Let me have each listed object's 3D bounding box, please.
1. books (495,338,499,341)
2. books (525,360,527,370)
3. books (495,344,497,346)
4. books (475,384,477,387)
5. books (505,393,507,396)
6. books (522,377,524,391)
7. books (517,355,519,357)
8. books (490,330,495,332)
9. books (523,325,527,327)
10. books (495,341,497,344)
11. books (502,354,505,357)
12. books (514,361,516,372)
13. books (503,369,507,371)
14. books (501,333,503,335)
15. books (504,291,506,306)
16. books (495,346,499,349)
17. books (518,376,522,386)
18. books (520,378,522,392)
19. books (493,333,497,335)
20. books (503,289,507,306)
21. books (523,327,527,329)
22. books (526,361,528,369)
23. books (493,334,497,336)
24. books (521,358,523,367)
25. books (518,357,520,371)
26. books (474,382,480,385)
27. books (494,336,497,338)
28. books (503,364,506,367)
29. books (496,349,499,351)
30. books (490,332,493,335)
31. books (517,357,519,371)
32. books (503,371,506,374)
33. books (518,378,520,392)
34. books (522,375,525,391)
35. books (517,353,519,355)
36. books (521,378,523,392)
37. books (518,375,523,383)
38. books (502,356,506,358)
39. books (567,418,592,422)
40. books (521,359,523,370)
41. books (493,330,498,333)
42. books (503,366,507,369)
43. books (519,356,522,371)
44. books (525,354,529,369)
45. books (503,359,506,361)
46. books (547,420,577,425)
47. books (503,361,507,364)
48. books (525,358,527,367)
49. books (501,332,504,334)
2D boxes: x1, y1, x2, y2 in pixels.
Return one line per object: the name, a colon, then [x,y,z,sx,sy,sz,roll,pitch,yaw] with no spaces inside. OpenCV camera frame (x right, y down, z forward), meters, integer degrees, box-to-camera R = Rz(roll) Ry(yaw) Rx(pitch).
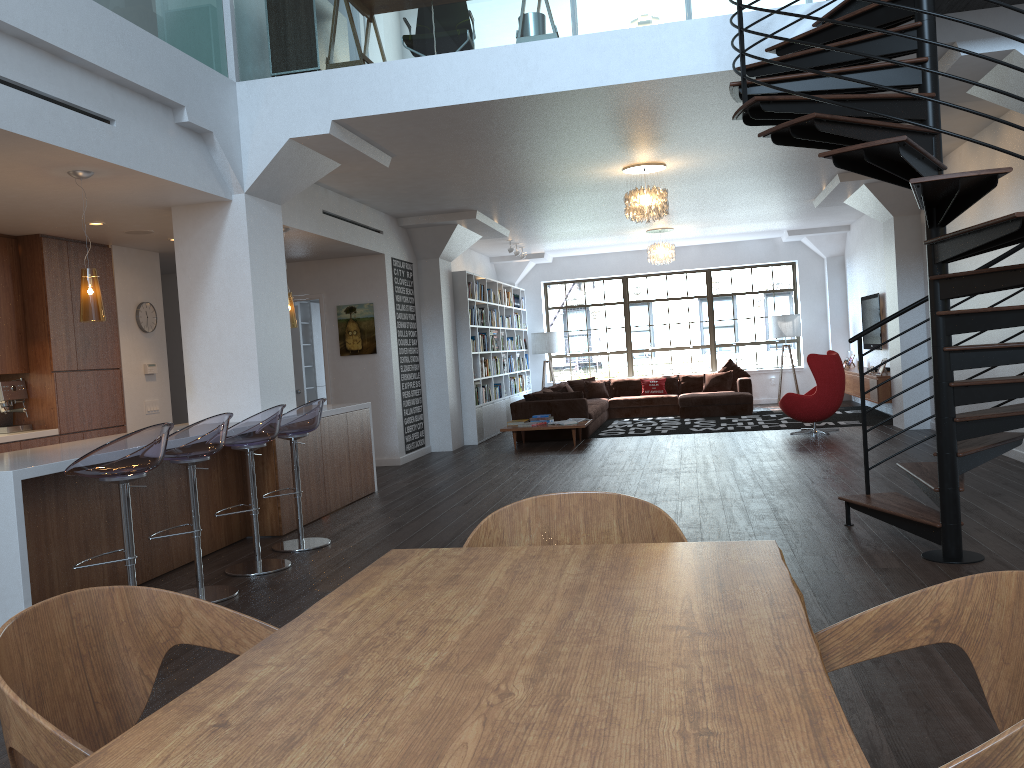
books: [-0.330,-0.705,14.130,0.183,0.042,0.253,-3,2,11]
books: [0.174,-0.376,16.402,0.172,0.235,0.112,-3,2,11]
books: [-0.348,-0.617,14.128,0.180,0.042,0.259,-3,2,11]
books: [-0.587,0.030,12.564,0.174,0.045,0.240,-4,2,1]
books: [-0.237,0.185,14.579,0.284,0.035,0.197,-3,2,11]
books: [0.132,0.008,16.154,0.171,0.246,0.057,-3,2,11]
books: [0.000,-0.488,15.675,0.223,0.031,0.161,-3,2,11]
books: [-0.398,-0.813,13.717,0.223,0.027,0.161,-3,2,21]
books: [0.102,-1.061,16.456,0.284,0.033,0.197,-3,2,26]
books: [-0.335,-0.662,14.137,0.168,0.045,0.231,-4,2,6]
books: [-0.220,-0.466,14.573,0.185,0.041,0.129,-3,2,26]
books: [-0.026,-0.319,15.425,0.161,0.218,0.101,-3,2,11]
books: [-0.226,-0.224,14.590,0.251,0.037,0.160,-3,2,16]
books: [-0.263,-0.801,14.467,0.223,0.031,0.161,-3,2,11]
books: [-0.194,-1.432,14.968,0.171,0.246,0.057,-3,2,11]
books: [-0.320,-0.579,14.129,0.160,0.039,0.251,-3,2,16]
books: [0.071,0.002,15.912,0.198,0.284,0.066,-3,2,11]
books: [0.077,0.019,15.852,0.183,0.253,0.037,-3,2,11]
books: [-0.332,-0.796,14.148,0.144,0.024,0.208,-3,2,16]
books: [-0.182,-1.458,15.049,0.176,0.290,0.053,-3,2,11]
books: [0.104,-1.027,16.458,0.284,0.035,0.197,-2,3,41]
books: [0.197,-0.369,16.551,0.161,0.213,0.146,-3,2,11]
books: [-0.350,-0.770,14.162,0.223,0.027,0.161,-4,2,1]
books: [0.117,-0.360,16.179,0.168,0.228,0.139,-3,2,11]
books: [0.049,-0.354,15.841,0.171,0.246,0.036,-3,2,11]
books: [-0.586,-0.006,12.539,0.223,0.027,0.161,-3,2,21]
books: [-0.338,-0.740,14.136,0.161,0.033,0.223,-3,2,11]
books: [-0.220,-0.306,14.596,0.231,0.044,0.168,-4,2,6]
books: [-0.315,-0.540,14.131,0.171,0.039,0.246,-3,2,11]
books: [-0.399,-0.777,13.742,0.174,0.045,0.240,-4,2,11]
books: [0.021,-0.350,15.669,0.174,0.251,0.051,-3,2,11]
books: [-0.222,-0.186,14.588,0.246,0.038,0.171,-3,2,11]
books: [0.038,0.028,15.675,0.183,0.253,0.036,-3,2,11]
books: [0.144,-0.017,16.235,0.176,0.290,0.053,-3,2,11]
books: [-0.001,-0.518,15.682,0.224,0.030,0.161,-3,2,21]
books: [0.097,0.017,15.970,0.189,0.247,0.057,-3,2,11]
books: [0.122,-0.012,16.016,0.140,0.298,0.044,-3,2,11]
books: [-0.213,-0.435,14.580,0.208,0.024,0.144,-3,2,16]
books: [0.872,0.477,11.836,0.256,0.035,0.350,-2,2,37]
books: [0.107,-0.346,16.092,0.161,0.221,0.035,-4,2,11]
books: [-0.329,-0.830,14.142,0.129,0.043,0.185,-3,2,26]
books: [-0.228,-0.263,14.613,0.259,0.040,0.180,-3,2,11]
books: [0.073,-0.363,15.959,0.183,0.253,0.042,-3,2,11]
books: [0.215,-0.415,16.649,0.176,0.290,0.053,-3,2,11]
books: [-0.223,-0.381,14.591,0.223,0.032,0.161,-3,2,11]
books: [0.653,0.502,11.530,0.231,0.040,0.342,-5,3,-39]
books: [-0.228,-0.346,14.587,0.253,0.040,0.183,-3,2,11]
books: [0.193,-0.369,16.501,0.161,0.213,0.118,-3,2,11]
books: [-0.263,-0.831,14.474,0.224,0.030,0.161,-3,2,21]
